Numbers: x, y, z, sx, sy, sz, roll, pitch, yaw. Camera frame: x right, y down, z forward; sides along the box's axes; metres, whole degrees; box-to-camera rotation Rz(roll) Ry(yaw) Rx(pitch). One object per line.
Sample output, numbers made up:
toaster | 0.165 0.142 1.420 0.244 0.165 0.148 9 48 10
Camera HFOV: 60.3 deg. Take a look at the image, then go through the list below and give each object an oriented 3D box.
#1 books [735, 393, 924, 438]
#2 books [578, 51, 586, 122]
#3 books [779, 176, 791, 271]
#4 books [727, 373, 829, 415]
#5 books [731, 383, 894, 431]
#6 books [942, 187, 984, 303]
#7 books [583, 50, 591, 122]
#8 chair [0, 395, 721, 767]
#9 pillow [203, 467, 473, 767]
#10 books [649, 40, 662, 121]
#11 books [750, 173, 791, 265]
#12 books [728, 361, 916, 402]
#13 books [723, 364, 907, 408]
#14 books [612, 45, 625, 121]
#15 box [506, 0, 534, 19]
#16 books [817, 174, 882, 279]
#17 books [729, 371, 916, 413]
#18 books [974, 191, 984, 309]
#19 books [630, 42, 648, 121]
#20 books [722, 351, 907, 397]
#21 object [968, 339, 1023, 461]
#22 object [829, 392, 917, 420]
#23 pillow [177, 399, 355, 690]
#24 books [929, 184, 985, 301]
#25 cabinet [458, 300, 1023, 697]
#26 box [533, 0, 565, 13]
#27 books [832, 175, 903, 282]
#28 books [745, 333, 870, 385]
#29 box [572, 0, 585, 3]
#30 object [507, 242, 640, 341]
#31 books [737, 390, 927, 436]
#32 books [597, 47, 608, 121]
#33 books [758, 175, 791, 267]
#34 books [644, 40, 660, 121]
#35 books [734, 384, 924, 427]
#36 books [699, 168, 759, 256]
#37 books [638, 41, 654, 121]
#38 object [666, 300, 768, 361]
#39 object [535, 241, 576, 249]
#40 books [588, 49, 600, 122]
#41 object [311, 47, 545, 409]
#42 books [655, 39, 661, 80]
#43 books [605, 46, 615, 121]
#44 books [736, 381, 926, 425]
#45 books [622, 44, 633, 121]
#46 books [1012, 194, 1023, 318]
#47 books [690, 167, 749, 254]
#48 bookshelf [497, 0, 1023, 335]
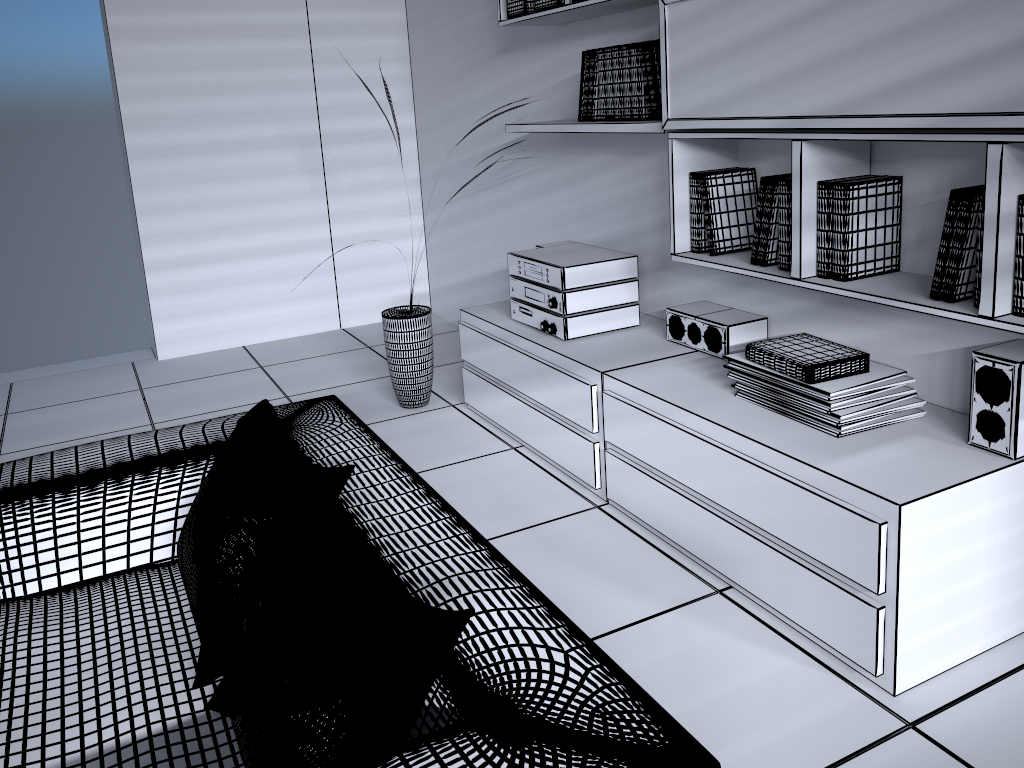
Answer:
books | 0.850 0.053 2.409 0.287 0.008 0.424 -12 19 -23
books | 0.346 -1.126 3.326 0.209 0.252 0.073 -11 14 -26
books | 0.844 -0.461 2.493 0.209 0.252 0.051 -11 14 -25
books | 0.831 -0.003 2.428 0.287 0.008 0.424 -12 19 -23
books | 0.850 0.031 2.418 0.287 0.008 0.424 -12 19 -23
books | 1.086 -0.324 2.019 0.209 0.254 0.076 -11 14 -26
books | 0.364 -1.120 3.299 0.209 0.254 0.076 -11 14 -26
chair | -0.531 0.578 1.602 0.967 0.538 1.681 -11 19 -25
pillow | -0.307 0.431 1.349 0.303 0.388 0.576 -11 18 -27
books | 0.558 -1.007 2.915 0.209 0.252 0.073 -11 14 -25
books | 0.796 -0.486 2.578 0.209 0.254 0.076 -11 14 -26
books | 0.830 -0.036 2.413 0.287 0.008 0.424 -12 19 -23
books | 0.832 -0.025 2.437 0.287 0.008 0.424 -12 19 -23
books | 0.454 -1.068 3.120 0.209 0.252 0.051 -11 14 -25
box | 0.129 -1.574 3.572 0.283 0.158 0.177 -12 17 -25
books | 0.911 -0.425 2.374 0.209 0.252 0.051 -11 14 -25
books | 0.834 -0.009 2.420 0.287 0.008 0.424 -12 19 -23
books | 1.119 -0.308 1.961 0.209 0.252 0.051 -11 14 -25
books | 0.505 -1.043 3.030 0.209 0.252 0.051 -11 14 -25
books | 0.828 -0.052 2.430 0.287 0.008 0.424 -12 19 -23
object | 1.174 0.033 2.054 0.178 0.226 0.121 -11 15 -25
object | 0.846 0.004 2.411 0.287 0.008 0.424 -12 19 -23
pillow | -0.568 0.305 1.863 0.343 0.379 0.577 -12 18 -27
books | 1.071 -0.332 2.046 0.209 0.254 0.076 -11 14 -26
cabinet | 0.536 0.126 2.976 0.578 0.438 2.314 -11 19 -24
box | 0.240 -1.512 3.358 0.283 0.158 0.215 -12 18 -25
books | 0.937 -0.413 2.332 0.209 0.252 0.051 -11 14 -25
books | 0.800 -0.072 2.401 0.209 0.049 0.264 -10 19 -20
box | 0.363 -1.444 3.120 0.283 0.158 0.178 -12 17 -25
object | 0.224 -0.369 3.407 0.350 0.263 0.438 -11 18 -25
books | 0.852 0.047 2.401 0.287 0.008 0.424 -12 19 -23
books | 0.412 -1.096 3.213 0.209 0.252 0.051 -11 14 -25
books | 0.811 -0.478 2.550 0.209 0.254 0.076 -11 14 -26
books | 0.547 -1.018 2.945 0.209 0.254 0.076 -11 14 -26
books | 0.846 0.026 2.402 0.287 0.008 0.424 -12 19 -23
books | 0.697 -0.546 2.793 0.209 0.254 0.076 -11 14 -25
books | 0.533 -1.026 2.973 0.209 0.254 0.076 -11 14 -25
object | 0.691 -0.186 3.007 0.178 0.116 0.335 -11 19 -25
object | 0.209 -0.507 3.922 0.178 0.226 0.121 -11 15 -25
books | 0.379 -1.112 3.271 0.209 0.254 0.076 -11 14 -26
object | -0.375 -0.671 3.802 1.174 1.547 0.256 -2 12 6
books | 0.570 -0.996 2.871 0.209 0.252 0.073 -11 14 -26
books | 0.436 -1.082 3.168 0.209 0.252 0.051 -11 14 -25
books | 0.848 0.020 2.394 0.287 0.008 0.424 -12 19 -23
books | 0.484 -1.056 3.077 0.209 0.252 0.051 -11 14 -26
books | 1.162 -0.285 1.887 0.209 0.252 0.051 -11 14 -25
books | 0.669 -0.563 2.851 0.209 0.252 0.051 -11 14 -25
bookshelf | 0.717 -0.957 2.549 0.330 1.220 2.872 -10 18 -25
